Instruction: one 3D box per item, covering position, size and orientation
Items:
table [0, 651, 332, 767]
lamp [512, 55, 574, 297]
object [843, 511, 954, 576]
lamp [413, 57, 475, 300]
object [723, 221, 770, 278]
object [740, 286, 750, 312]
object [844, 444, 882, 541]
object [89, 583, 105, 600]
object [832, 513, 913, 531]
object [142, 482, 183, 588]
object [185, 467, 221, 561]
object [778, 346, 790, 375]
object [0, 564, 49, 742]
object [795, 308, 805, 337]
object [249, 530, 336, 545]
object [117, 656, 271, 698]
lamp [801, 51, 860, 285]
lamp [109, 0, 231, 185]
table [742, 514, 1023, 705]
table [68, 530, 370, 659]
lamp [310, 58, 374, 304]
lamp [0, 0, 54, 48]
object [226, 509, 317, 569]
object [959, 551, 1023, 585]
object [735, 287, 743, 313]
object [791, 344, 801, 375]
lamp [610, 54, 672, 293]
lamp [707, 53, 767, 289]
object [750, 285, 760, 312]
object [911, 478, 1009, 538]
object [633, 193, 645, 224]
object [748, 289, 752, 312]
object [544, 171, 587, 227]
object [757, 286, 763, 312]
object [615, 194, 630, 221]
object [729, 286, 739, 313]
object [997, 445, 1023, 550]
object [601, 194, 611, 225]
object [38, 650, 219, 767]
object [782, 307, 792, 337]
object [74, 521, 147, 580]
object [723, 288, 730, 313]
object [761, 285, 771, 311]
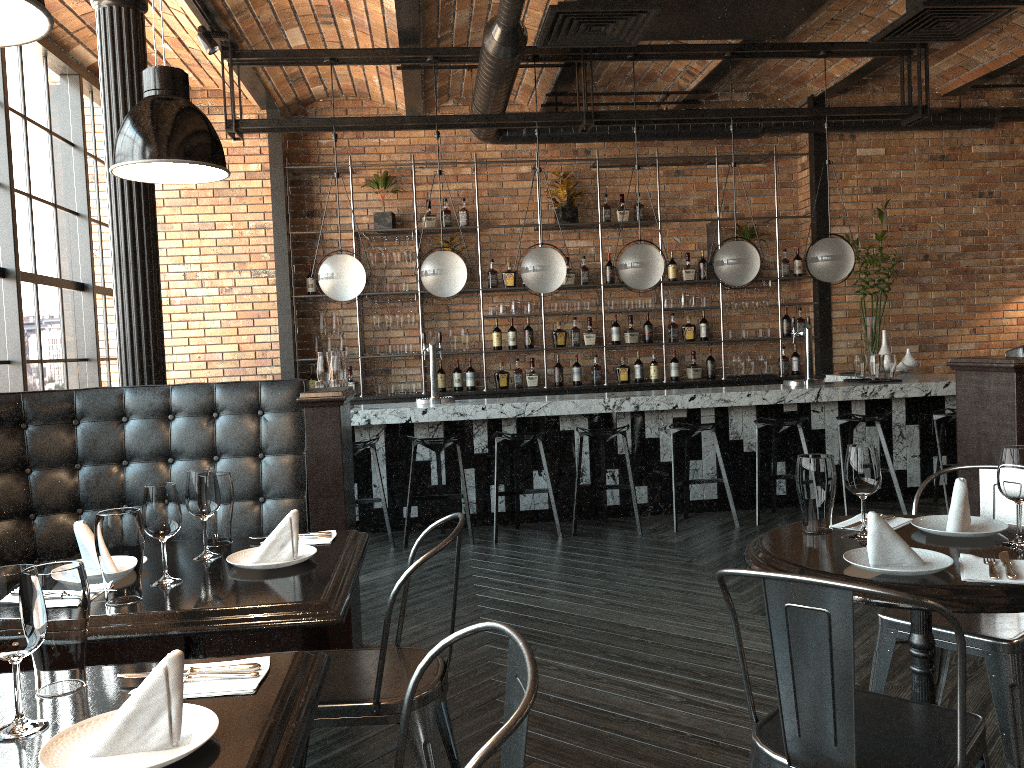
[{"bbox_3d":[-0.723,0.904,1.232,0.872,0.758,0.872,-3,2,-5],"label":"table"},{"bbox_3d":[0.202,-1.521,6.505,0.340,1.754,0.340,0,3,41],"label":"lamp"},{"bbox_3d":[0.882,0.355,2.032,0.232,0.139,0.232,-1,3,39],"label":"object"},{"bbox_3d":[-0.527,-1.486,6.439,0.340,1.754,0.340,0,3,41],"label":"lamp"},{"bbox_3d":[2.254,-1.278,8.471,0.374,0.560,0.398,-4,3,-33],"label":"object"},{"bbox_3d":[2.214,-0.808,8.429,0.092,0.244,0.092,-1,3,34],"label":"object"},{"bbox_3d":[0.920,0.282,2.325,0.092,0.244,0.092,-3,2,-6],"label":"object"},{"bbox_3d":[-1.057,0.492,2.098,0.255,0.019,0.157,-3,2,-5],"label":"object"},{"bbox_3d":[0.999,0.386,2.473,0.255,0.019,0.157,-5,3,-45],"label":"object"},{"bbox_3d":[-0.854,0.367,2.170,0.092,0.244,0.092,-5,3,-44],"label":"object"},{"bbox_3d":[-0.845,0.355,2.432,0.092,0.244,0.092,-5,3,-44],"label":"object"},{"bbox_3d":[2.630,-0.225,8.582,0.083,0.282,0.083,-3,3,-20],"label":"object"},{"bbox_3d":[-0.743,0.398,1.325,0.092,0.244,0.092,-5,3,-44],"label":"object"},{"bbox_3d":[2.790,-0.597,8.582,0.083,0.282,0.083,-2,2,5],"label":"object"},{"bbox_3d":[-0.648,0.452,2.611,0.255,0.019,0.157,-3,2,-5],"label":"object"},{"bbox_3d":[-0.546,0.496,1.504,0.255,0.019,0.157,-3,2,-5],"label":"object"},{"bbox_3d":[2.389,-1.625,6.703,0.340,1.754,0.340,0,3,41],"label":"lamp"},{"bbox_3d":[-0.912,-1.364,2.244,0.291,1.653,0.291,0,3,40],"label":"lamp"},{"bbox_3d":[1.043,0.782,2.253,0.866,0.758,0.866,-5,3,-42],"label":"table"},{"bbox_3d":[-0.824,0.861,2.330,0.872,0.758,0.872,-3,2,-5],"label":"table"},{"bbox_3d":[-1.256,-1.451,6.373,0.340,1.754,0.340,0,3,41],"label":"lamp"},{"bbox_3d":[-0.811,-1.320,1.147,0.291,1.653,0.291,-2,3,20],"label":"lamp"},{"bbox_3d":[-0.638,0.408,2.352,0.232,0.139,0.232,-3,3,-8],"label":"object"},{"bbox_3d":[1.083,0.404,1.974,0.157,0.019,0.255,-1,3,25],"label":"object"},{"bbox_3d":[2.199,-0.814,8.593,0.092,0.244,0.092,-1,3,34],"label":"object"},{"bbox_3d":[2.753,-0.239,8.606,0.086,0.298,0.086,0,3,44],"label":"object"},{"bbox_3d":[0.931,-1.556,6.571,0.340,1.754,0.340,0,3,41],"label":"lamp"},{"bbox_3d":[1.660,-1.590,6.637,0.340,1.754,0.340,0,3,41],"label":"lamp"},{"bbox_3d":[2.312,-0.812,8.438,0.092,0.244,0.092,-1,3,34],"label":"object"},{"bbox_3d":[1.186,0.328,2.357,0.232,0.139,0.232,-4,3,-35],"label":"object"},{"bbox_3d":[1.200,-1.665,8.393,0.083,0.282,0.083,-3,3,-20],"label":"object"},{"bbox_3d":[2.297,-0.819,8.602,0.092,0.244,0.092,-1,3,34],"label":"object"},{"bbox_3d":[0.492,-1.754,8.361,0.425,0.526,0.430,-3,2,-3],"label":"object"},{"bbox_3d":[2.400,-0.824,8.611,0.092,0.244,0.092,-1,3,34],"label":"object"},{"bbox_3d":[1.043,-1.655,8.381,0.123,0.279,0.123,-3,2,-2],"label":"object"},{"bbox_3d":[2.104,-0.802,8.419,0.092,0.244,0.092,-1,3,34],"label":"object"},{"bbox_3d":[1.238,0.275,2.168,0.092,0.244,0.092,-3,2,-6],"label":"object"},{"bbox_3d":[0.888,-1.650,8.365,0.083,0.282,0.083,-3,2,-5],"label":"object"},{"bbox_3d":[-0.536,0.452,1.245,0.232,0.139,0.232,-3,3,-8],"label":"object"},{"bbox_3d":[2.654,-0.599,8.573,0.086,0.299,0.086,0,3,44],"label":"object"},{"bbox_3d":[-1.081,0.429,2.318,0.232,0.139,0.232,-3,3,-11],"label":"object"},{"bbox_3d":[2.089,-0.809,8.583,0.092,0.244,0.092,-1,3,34],"label":"object"},{"bbox_3d":[2.415,-0.817,8.447,0.092,0.244,0.092,-1,3,34],"label":"object"}]
